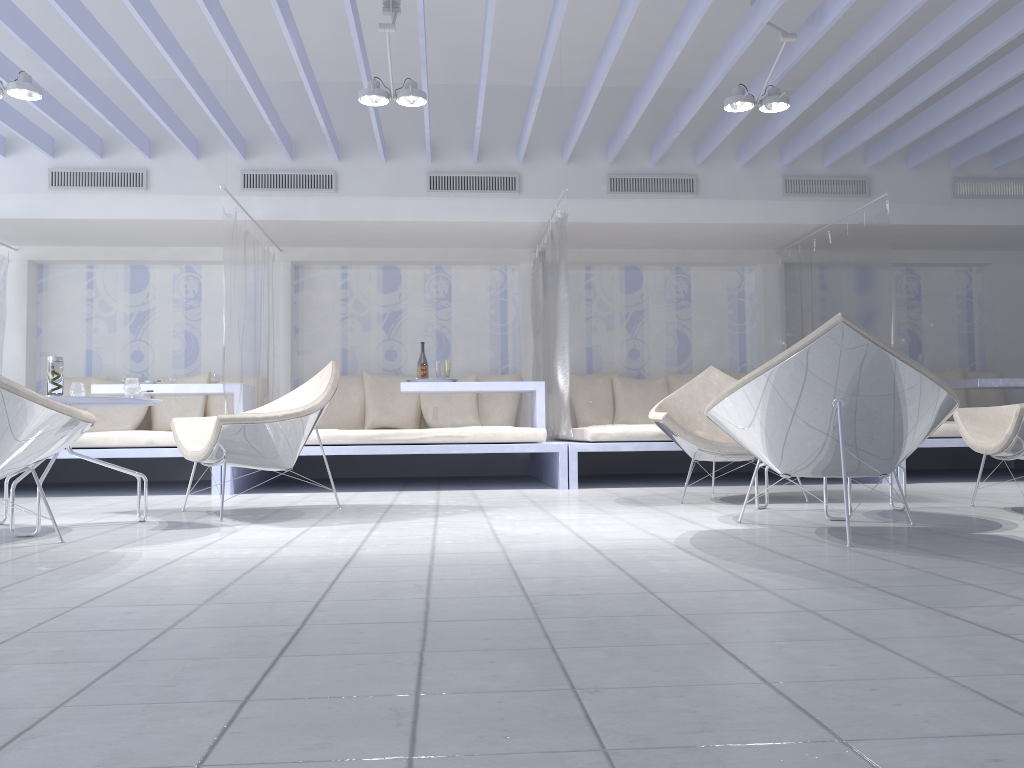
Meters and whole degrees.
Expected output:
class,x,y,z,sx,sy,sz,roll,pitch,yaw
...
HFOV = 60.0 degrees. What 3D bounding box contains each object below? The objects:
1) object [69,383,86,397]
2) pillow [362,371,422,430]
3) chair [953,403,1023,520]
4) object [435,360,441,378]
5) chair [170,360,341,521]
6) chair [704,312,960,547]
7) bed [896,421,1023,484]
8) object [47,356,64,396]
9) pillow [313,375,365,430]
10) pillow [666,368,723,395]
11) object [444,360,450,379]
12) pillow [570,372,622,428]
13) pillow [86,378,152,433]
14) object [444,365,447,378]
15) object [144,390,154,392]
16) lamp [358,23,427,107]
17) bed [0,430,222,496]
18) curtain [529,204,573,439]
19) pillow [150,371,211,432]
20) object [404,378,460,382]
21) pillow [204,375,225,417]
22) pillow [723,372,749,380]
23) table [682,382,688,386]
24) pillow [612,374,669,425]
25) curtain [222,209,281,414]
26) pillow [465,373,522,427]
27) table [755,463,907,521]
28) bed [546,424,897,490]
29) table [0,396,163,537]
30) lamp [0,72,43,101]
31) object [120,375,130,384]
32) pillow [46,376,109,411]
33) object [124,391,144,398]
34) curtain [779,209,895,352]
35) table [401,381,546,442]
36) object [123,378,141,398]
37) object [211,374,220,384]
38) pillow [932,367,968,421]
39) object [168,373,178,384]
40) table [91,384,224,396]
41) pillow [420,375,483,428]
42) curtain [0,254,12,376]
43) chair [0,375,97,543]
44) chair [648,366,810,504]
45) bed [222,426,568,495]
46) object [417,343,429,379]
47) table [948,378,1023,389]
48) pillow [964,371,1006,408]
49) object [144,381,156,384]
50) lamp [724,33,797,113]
class,x,y,z,sx,sy,sz,roll,pitch,yaw
object,-1.990,0.041,4.064,0.068,0.091,0.068,0,-3,-12
pillow,-1.029,0.147,7.610,0.537,0.527,0.233,1,-3,-24
chair,2.459,0.180,3.869,0.753,0.759,0.906,-1,-3,10
object,-0.565,-0.093,6.775,0.059,0.174,0.059,2,-4,-36
chair,-1.195,0.249,4.387,0.753,0.759,0.906,1,-4,-34
chair,1.159,0.160,3.215,0.906,0.759,0.753,-1,-3,13
bed,3.598,0.503,7.008,2.200,0.427,2.016,0,-3,-4
object,-1.942,-0.024,3.772,0.075,0.189,0.075,0,-3,-13
pillow,-1.460,0.174,7.601,0.524,0.521,0.230,-1,-3,-2
pillow,1.611,0.128,7.812,0.537,0.527,0.233,-2,-3,16
object,-0.488,-0.097,6.717,0.059,0.174,0.059,2,-4,-36
pillow,0.765,0.146,7.782,0.572,0.510,0.231,0,-3,-5
pillow,-3.292,0.184,7.381,0.528,0.482,0.307,-1,-3,0
object,-0.500,-0.093,6.780,0.059,0.174,0.059,2,-4,-36
object,-1.641,0.034,3.933,0.098,0.016,0.012,2,-4,-38
lamp,-0.654,-1.706,4.768,0.380,0.218,0.587,0,-3,-4
bed,-3.010,0.550,6.503,2.200,0.427,2.016,0,-3,-4
curtain,0.283,-0.367,6.753,0.151,1.552,2.050,0,-3,-4
pillow,-2.792,0.159,7.476,0.537,0.527,0.233,-2,-3,16
object,-0.607,-0.018,6.732,0.429,0.031,0.275,0,-3,-3
pillow,-2.364,0.181,7.532,0.524,0.521,0.230,0,-3,-6
pillow,2.040,0.150,7.869,0.524,0.521,0.230,0,-3,-6
table,1.910,0.205,6.906,1.065,0.450,0.416,0,-3,-4
pillow,1.112,0.152,7.718,0.528,0.482,0.307,-1,-3,0
curtain,-1.913,-0.329,6.624,0.125,1.559,1.998,0,-3,-6
pillow,-0.187,0.153,7.710,0.572,0.510,0.231,0,-3,-4
table,1.429,0.311,3.982,0.823,0.534,0.825,1,-3,-27
bed,1.393,0.519,6.839,2.200,0.427,2.016,0,-3,-4
table,-1.913,0.335,3.729,0.823,0.534,0.825,0,-3,-13
lamp,-2.738,-1.691,4.609,0.380,0.218,0.587,0,-3,-4
object,-2.914,-0.025,6.683,0.068,0.091,0.068,-2,-3,21
pillow,-3.639,0.178,7.446,0.572,0.510,0.231,0,-3,-5
object,-1.668,0.053,3.916,0.082,0.043,0.082,2,-4,-36
curtain,2.493,-0.360,6.961,0.125,1.559,1.998,0,-3,-6
table,-0.299,0.220,6.737,1.065,0.450,0.416,0,-3,-4
object,-1.615,0.021,3.771,0.068,0.091,0.068,-2,-3,24
object,-2.251,-0.030,6.726,0.068,0.091,0.068,-2,-3,21
pillow,3.816,0.112,7.981,0.537,0.527,0.233,-2,-3,16
object,-2.521,-0.034,6.588,0.068,0.091,0.068,-2,-3,21
table,-2.489,0.236,6.569,1.065,0.450,0.416,0,-3,-4
pillow,-0.520,0.164,7.593,0.528,0.482,0.307,0,-3,-9
curtain,-4.122,-0.336,6.416,0.151,1.552,2.050,0,-3,-4
chair,-1.890,0.173,2.821,0.906,0.759,0.753,0,-3,-9
chair,1.194,0.252,4.934,0.906,0.759,0.753,-1,-3,-1
bed,-0.811,0.538,6.687,2.200,0.422,2.022,0,-3,-4
object,-0.680,-0.166,6.748,0.092,0.302,0.092,2,-4,-37
table,4.115,0.189,7.074,1.065,0.450,0.416,0,-3,-4
pillow,4.245,0.134,8.037,0.524,0.521,0.230,0,-3,-6
object,-2.731,-0.002,6.691,0.082,0.043,0.082,2,-4,-43
lamp,1.430,-1.721,4.927,0.380,0.218,0.587,0,-3,-4
